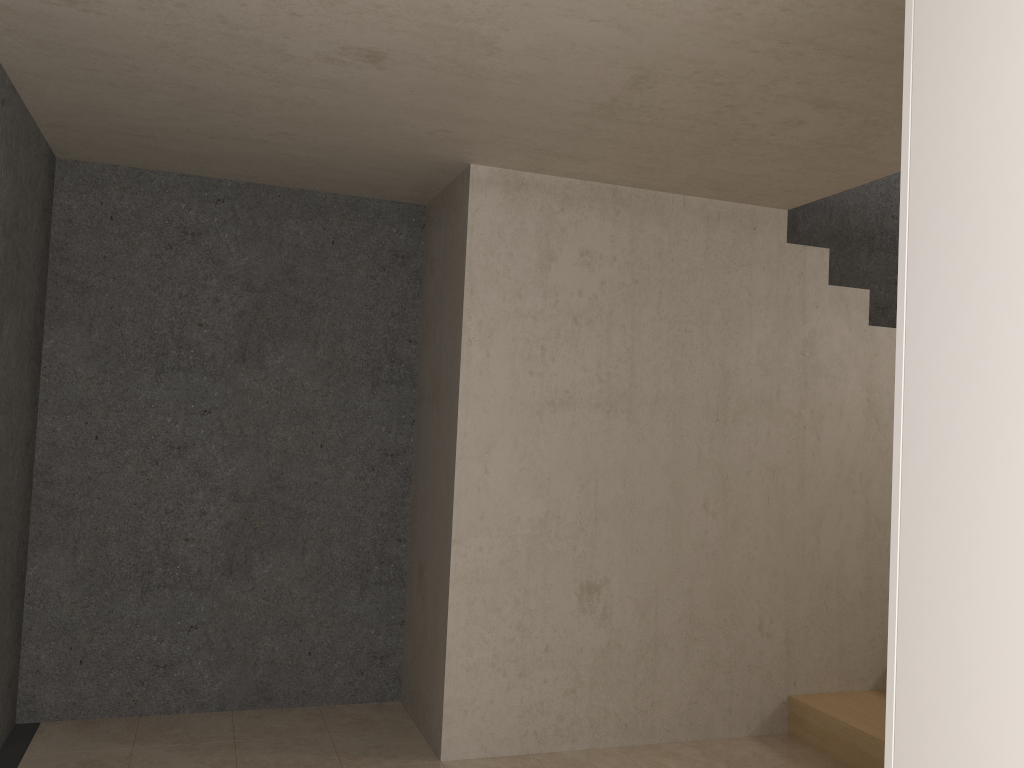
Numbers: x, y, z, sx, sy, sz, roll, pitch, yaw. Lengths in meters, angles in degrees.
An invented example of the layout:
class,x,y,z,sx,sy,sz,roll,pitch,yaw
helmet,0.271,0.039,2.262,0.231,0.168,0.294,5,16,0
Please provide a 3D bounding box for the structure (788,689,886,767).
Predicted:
class,x,y,z,sx,sy,sz,roll,pitch,yaw
structure,2.525,1.203,4.457,2.400,1.110,1.950,4,-3,-19

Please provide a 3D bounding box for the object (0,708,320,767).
class,x,y,z,sx,sy,sz,roll,pitch,yaw
object,1.223,1.073,3.031,6.200,1.455,4.200,4,-3,-19
